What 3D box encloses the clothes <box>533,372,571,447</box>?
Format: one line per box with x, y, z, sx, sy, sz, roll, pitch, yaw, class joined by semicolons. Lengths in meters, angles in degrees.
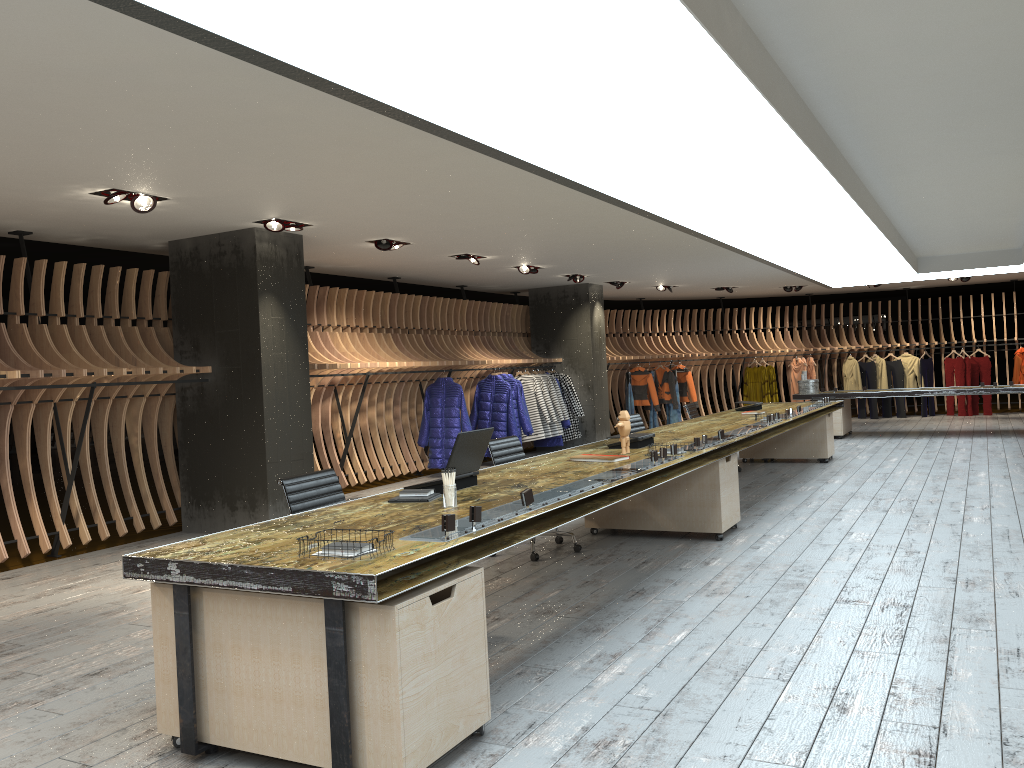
0.561;0.420;14.537;0.885;1.239;0.245;-3;0;25;clothes

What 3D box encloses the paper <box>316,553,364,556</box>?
-0.582;0.590;3.123;0.176;0.004;0.130;-2;1;32;paper

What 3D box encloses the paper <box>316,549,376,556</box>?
-0.582;0.588;3.123;0.176;0.004;0.130;-2;1;34;paper

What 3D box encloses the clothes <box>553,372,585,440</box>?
0.843;0.389;14.779;0.799;1.186;0.192;-3;0;29;clothes

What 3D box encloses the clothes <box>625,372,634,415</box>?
2.293;0.469;17.061;0.200;1.422;0.309;-3;0;5;clothes

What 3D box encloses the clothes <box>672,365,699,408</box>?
3.425;0.047;17.953;0.201;0.881;0.839;-3;0;-32;clothes

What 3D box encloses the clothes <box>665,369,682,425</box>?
3.225;0.412;17.798;0.309;1.422;0.200;-3;0;0;clothes

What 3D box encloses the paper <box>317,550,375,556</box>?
-0.582;0.590;3.123;0.176;0.004;0.130;-2;1;32;paper

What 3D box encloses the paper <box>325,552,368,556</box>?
-0.582;0.590;3.123;0.176;0.004;0.130;-2;1;30;paper

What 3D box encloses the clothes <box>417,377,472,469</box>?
-0.915;0.529;11.817;0.885;1.239;0.245;-3;0;25;clothes

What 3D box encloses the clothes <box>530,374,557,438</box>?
0.368;0.368;13.906;0.752;1.062;0.128;-3;0;26;clothes

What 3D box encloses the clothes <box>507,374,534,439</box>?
-0.112;0.469;13.330;0.885;1.239;0.245;-3;0;25;clothes

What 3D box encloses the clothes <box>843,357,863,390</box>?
7.200;-0.135;18.827;0.250;0.890;0.704;-3;0;-11;clothes

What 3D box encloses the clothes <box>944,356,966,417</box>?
9.197;0.101;18.388;0.093;1.338;0.551;-3;0;-17;clothes

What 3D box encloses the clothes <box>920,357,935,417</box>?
8.698;0.116;18.565;0.539;1.353;0.087;-3;0;-37;clothes

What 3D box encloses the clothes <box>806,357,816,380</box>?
6.354;0.004;18.828;0.125;1.156;0.447;-3;0;-7;clothes

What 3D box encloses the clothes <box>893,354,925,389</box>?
8.311;-0.191;18.656;0.250;0.890;0.704;-3;0;-41;clothes

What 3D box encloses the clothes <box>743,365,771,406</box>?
5.133;0.132;18.615;0.168;1.045;0.664;-3;0;-31;clothes

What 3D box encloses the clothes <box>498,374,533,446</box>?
-0.127;0.470;13.135;0.883;1.246;0.249;-3;0;25;clothes

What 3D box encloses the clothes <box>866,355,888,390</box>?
7.726;-0.161;18.783;0.250;0.890;0.704;-3;0;-21;clothes

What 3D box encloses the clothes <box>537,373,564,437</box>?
0.491;0.359;14.137;0.752;1.062;0.128;-3;0;26;clothes

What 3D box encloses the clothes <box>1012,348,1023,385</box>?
10.237;-0.292;17.838;0.200;0.881;0.840;-3;0;43;clothes

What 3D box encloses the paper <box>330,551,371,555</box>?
-0.582;0.589;3.123;0.176;0.004;0.130;-2;1;33;paper

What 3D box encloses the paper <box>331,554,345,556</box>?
-0.582;0.589;3.123;0.176;0.004;0.130;-2;1;35;paper

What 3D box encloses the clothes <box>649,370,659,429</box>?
2.748;0.441;17.443;0.200;1.422;0.309;-3;0;20;clothes

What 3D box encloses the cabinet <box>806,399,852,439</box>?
5.395;0.578;15.099;0.593;0.630;1.132;-3;0;28;cabinet

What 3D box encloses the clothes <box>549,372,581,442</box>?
0.762;0.395;14.609;0.806;1.187;0.192;-3;0;29;clothes

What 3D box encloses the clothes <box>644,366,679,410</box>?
2.970;0.077;17.601;0.201;0.881;0.839;-3;0;-42;clothes

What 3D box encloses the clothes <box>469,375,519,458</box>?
-0.332;0.490;13.084;0.879;1.260;0.242;-3;0;25;clothes

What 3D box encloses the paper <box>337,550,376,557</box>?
-0.582;0.591;3.123;0.176;0.004;0.130;-2;1;37;paper

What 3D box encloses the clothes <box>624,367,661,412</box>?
2.492;0.102;17.299;0.839;0.881;0.201;-3;0;43;clothes

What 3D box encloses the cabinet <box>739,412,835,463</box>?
3.657;0.707;11.831;1.131;0.630;0.594;-3;0;28;cabinet

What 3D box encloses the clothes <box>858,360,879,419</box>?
7.528;0.175;18.794;0.087;1.353;0.539;-3;0;-27;clothes

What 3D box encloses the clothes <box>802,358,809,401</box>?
6.190;0.013;18.820;0.125;1.156;0.447;-3;0;-2;clothes

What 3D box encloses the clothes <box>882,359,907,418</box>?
8.038;0.150;18.716;0.087;1.353;0.539;-3;0;-37;clothes

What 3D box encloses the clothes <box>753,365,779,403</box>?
5.308;0.122;18.665;0.168;1.045;0.664;-3;0;-31;clothes

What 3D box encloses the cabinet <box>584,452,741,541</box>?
1.218;0.888;7.232;1.131;0.630;0.594;-3;0;28;cabinet

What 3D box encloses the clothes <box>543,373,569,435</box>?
0.575;0.353;14.295;0.752;1.062;0.128;-3;0;26;clothes

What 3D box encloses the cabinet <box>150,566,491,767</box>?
-0.719;1.034;3.349;1.131;0.630;0.594;-3;0;28;cabinet

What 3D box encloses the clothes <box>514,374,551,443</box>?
0.257;0.376;13.698;0.752;1.062;0.128;-3;0;26;clothes

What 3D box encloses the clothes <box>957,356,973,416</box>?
9.350;0.094;18.324;0.093;1.338;0.551;-3;0;-2;clothes

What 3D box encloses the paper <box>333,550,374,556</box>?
-0.582;0.589;3.123;0.176;0.004;0.130;-2;1;33;paper

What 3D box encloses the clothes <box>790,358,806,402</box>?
6.074;0.019;18.807;0.125;1.156;0.447;-3;0;-27;clothes

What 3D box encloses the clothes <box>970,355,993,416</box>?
9.612;0.082;18.202;0.093;1.338;0.551;-3;0;-22;clothes
